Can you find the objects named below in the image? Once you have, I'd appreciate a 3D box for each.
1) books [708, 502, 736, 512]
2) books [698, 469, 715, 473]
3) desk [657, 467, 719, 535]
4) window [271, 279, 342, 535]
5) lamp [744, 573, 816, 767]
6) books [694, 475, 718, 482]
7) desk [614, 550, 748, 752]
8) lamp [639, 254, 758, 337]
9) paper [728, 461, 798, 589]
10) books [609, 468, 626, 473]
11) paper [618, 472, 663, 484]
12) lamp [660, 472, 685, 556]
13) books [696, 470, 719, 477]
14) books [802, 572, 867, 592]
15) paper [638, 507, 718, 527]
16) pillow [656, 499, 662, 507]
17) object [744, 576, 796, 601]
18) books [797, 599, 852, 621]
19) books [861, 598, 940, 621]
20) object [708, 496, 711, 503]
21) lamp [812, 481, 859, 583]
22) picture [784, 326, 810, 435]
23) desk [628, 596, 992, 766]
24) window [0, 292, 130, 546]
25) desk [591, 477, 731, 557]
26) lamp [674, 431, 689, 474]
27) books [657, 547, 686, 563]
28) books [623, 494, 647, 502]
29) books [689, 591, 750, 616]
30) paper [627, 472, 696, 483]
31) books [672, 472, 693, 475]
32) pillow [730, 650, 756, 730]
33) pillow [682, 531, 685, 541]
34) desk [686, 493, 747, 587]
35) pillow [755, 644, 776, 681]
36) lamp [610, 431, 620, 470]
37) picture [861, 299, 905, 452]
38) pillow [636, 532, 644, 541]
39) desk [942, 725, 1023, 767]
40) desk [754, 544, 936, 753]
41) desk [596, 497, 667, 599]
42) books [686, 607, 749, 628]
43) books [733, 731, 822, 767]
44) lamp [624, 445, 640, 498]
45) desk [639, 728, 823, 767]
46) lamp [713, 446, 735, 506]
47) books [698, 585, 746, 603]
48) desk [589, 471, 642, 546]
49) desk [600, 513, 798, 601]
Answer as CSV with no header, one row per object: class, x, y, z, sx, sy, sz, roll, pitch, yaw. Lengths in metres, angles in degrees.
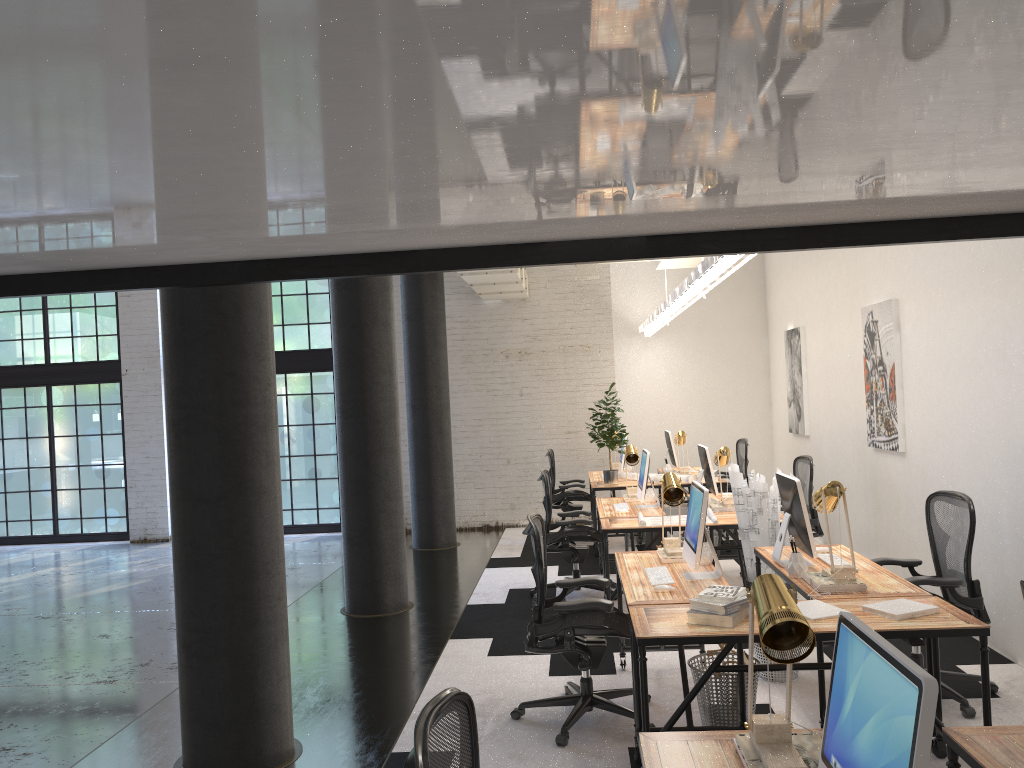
books,1.720,0.994,7.200,0.225,0.038,0.309,-3,-1,4
books,2.033,0.906,9.284,0.153,0.030,0.185,-3,-1,2
desk,2.029,1.387,10.290,0.529,0.724,1.401,-3,-1,4
window,-3.505,-0.460,12.221,2.491,5.179,0.138,-3,0,4
lamp,0.664,0.718,2.224,0.126,0.470,0.344,-3,0,4
books,2.028,0.985,9.268,0.200,0.050,0.271,-3,-1,1
desk,0.866,1.381,4.785,0.529,0.724,1.401,-3,-1,4
lamp,1.392,-2.024,7.570,0.226,2.864,7.302,-3,-1,4
paper,1.750,1.121,6.100,0.412,1.198,0.440,-3,0,-18
books,1.296,1.048,10.770,0.225,0.038,0.309,-3,-1,4
paper,1.381,1.003,9.519,0.083,0.082,1.134,-3,-1,-21
lamp,0.932,0.750,5.150,0.126,0.470,0.344,-3,0,4
books,2.050,0.937,9.282,0.193,0.044,0.257,-3,-1,21
books,1.562,0.957,4.306,0.225,0.038,0.309,-3,-1,4
paper,1.246,1.007,6.714,0.626,0.061,0.568,-3,-1,1
pillow,1.792,1.566,10.776,0.119,0.406,0.239,-3,0,5
object,1.782,1.532,6.079,0.353,0.398,0.353,-2,-1,-41
books,1.303,0.974,3.822,0.205,0.019,0.243,-3,-1,-19
books,1.644,0.953,3.756,0.235,0.024,0.200,-2,-1,-23
object,1.613,0.960,7.425,0.101,0.127,0.101,-3,0,-41
lamp,1.580,0.706,4.355,0.127,0.470,0.344,-3,0,4
picture,3.201,-0.029,9.981,0.049,1.183,0.731,-3,0,4
desk,1.225,1.348,3.783,1.401,0.724,0.529,-3,0,4
window,-6.507,-0.309,12.431,2.491,5.179,0.138,-3,0,4
desk,1.546,1.397,9.354,1.401,0.724,0.529,-3,0,4
lamp,1.901,0.754,9.926,0.126,0.470,0.344,-3,0,4
books,0.975,1.000,5.199,0.225,0.038,0.309,-3,-1,4
books,1.133,1.037,8.092,0.225,0.038,0.309,-3,-1,4
books,0.914,0.929,3.793,0.257,0.044,0.193,-2,-1,-39
paper,1.548,0.994,9.507,0.083,0.082,1.134,-3,-1,-31
books,1.882,1.006,9.877,0.225,0.038,0.309,-3,-1,4
pillow,1.119,1.521,4.300,0.119,0.406,0.239,-3,0,5
pillow,1.630,1.554,8.098,0.119,0.406,0.239,-3,0,5
desk,1.867,1.376,7.613,0.529,0.724,1.401,-3,-1,4
pillow,1.472,1.517,5.205,0.119,0.406,0.239,-3,0,5
lamp,1.251,0.799,10.721,0.126,0.470,0.344,-3,0,4
picture,3.007,-0.062,7.203,0.049,1.183,0.731,-3,0,4
pillow,1.439,1.569,9.871,0.119,0.406,0.239,-3,0,5
desk,1.441,1.307,1.793,0.529,0.724,1.401,-3,-1,4
desk,1.709,1.339,4.719,0.529,0.724,1.401,-3,-1,4
desk,1.024,1.418,7.679,0.529,0.724,1.401,-3,-1,4
books,0.889,0.978,3.793,0.200,0.050,0.271,-3,-1,31
books,0.708,0.968,2.272,0.225,0.038,0.309,-3,-1,4
lamp,1.090,0.787,8.043,0.127,0.470,0.344,-3,0,4
desk,0.598,1.349,1.859,0.529,0.724,1.401,-3,-1,4
lamp,1.738,0.743,7.248,0.127,0.470,0.344,-3,0,4
books,0.901,0.899,3.802,0.153,0.030,0.185,-3,-1,32
desk,1.186,1.430,10.357,0.529,0.724,1.401,-3,-1,4
desk,1.383,1.385,6.676,1.401,0.724,0.529,-3,0,4
